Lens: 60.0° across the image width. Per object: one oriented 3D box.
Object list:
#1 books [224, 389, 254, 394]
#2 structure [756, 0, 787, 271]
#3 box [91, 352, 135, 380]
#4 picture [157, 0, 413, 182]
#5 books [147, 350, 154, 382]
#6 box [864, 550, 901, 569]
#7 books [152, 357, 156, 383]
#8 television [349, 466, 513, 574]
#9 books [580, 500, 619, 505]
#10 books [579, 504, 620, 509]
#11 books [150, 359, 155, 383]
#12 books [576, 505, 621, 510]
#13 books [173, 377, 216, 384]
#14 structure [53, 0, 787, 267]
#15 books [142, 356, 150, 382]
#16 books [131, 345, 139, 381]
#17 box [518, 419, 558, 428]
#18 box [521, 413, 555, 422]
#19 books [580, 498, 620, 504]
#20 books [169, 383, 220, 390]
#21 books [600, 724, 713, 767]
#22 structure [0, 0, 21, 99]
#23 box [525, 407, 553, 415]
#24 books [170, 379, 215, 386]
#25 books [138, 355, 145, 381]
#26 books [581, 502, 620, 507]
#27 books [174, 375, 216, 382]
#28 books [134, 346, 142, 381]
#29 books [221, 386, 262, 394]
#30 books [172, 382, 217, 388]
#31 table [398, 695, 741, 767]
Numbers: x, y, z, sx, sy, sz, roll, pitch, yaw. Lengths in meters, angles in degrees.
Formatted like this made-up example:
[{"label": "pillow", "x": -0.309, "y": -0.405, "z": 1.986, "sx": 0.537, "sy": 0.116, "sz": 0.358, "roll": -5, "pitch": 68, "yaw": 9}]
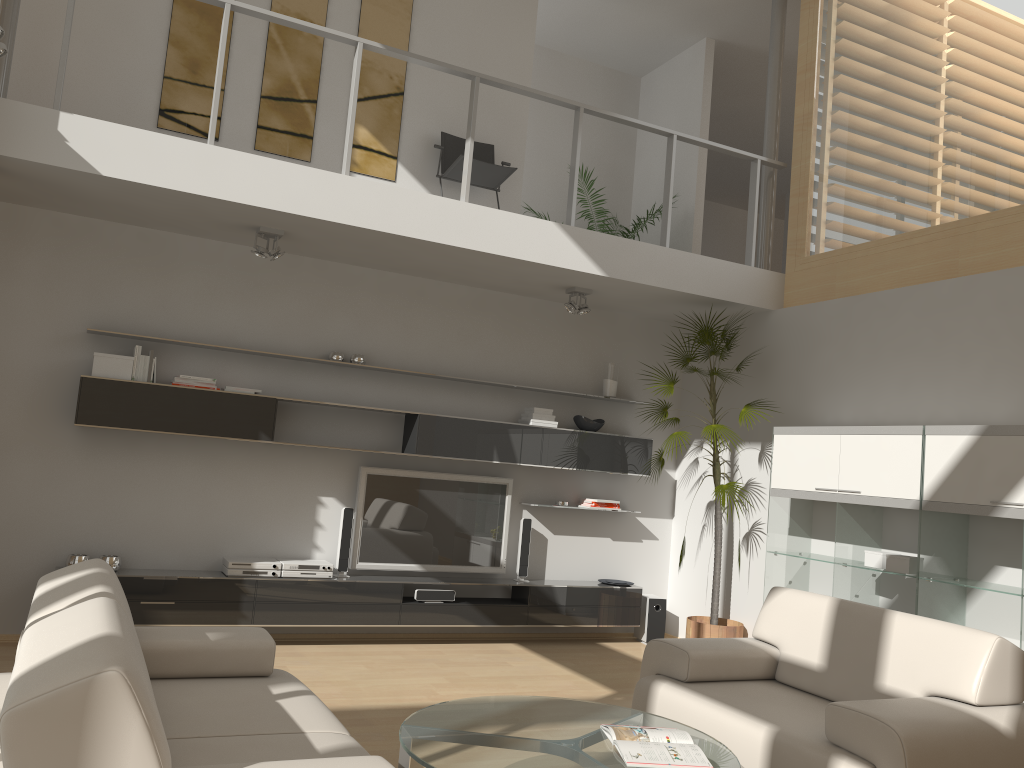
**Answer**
[{"label": "books", "x": -1.840, "y": 0.057, "z": 5.972, "sx": 0.190, "sy": 0.015, "sz": 0.254, "roll": 7, "pitch": -6, "yaw": -19}, {"label": "structure", "x": 2.119, "y": -2.033, "z": 7.235, "sx": 0.122, "sy": 2.400, "sz": 0.121, "roll": 3, "pitch": -6, "yaw": 16}, {"label": "box", "x": -2.534, "y": -0.104, "z": 5.623, "sx": 0.232, "sy": 0.149, "sz": 0.232, "roll": 8, "pitch": -6, "yaw": -25}, {"label": "picture", "x": -1.559, "y": -2.517, "z": 6.412, "sx": 1.684, "sy": 1.800, "sz": 0.010, "roll": 8, "pitch": -6, "yaw": -25}, {"label": "books", "x": -2.347, "y": -0.107, "z": 5.739, "sx": 0.021, "sy": 0.210, "sz": 0.207, "roll": 8, "pitch": -6, "yaw": -25}, {"label": "box", "x": 2.244, "y": 1.066, "z": 5.370, "sx": 0.146, "sy": 0.094, "sz": 0.146, "roll": 7, "pitch": -6, "yaw": -20}, {"label": "books", "x": -2.327, "y": -0.082, "z": 5.764, "sx": 0.023, "sy": 0.169, "sz": 0.230, "roll": 8, "pitch": -6, "yaw": -25}, {"label": "television", "x": -0.586, "y": 1.030, "z": 6.645, "sx": 1.224, "sy": 0.735, "sz": 0.096, "roll": 8, "pitch": -6, "yaw": -25}, {"label": "books", "x": 0.710, "y": 0.962, "z": 7.197, "sx": 0.254, "sy": 0.015, "sz": 0.190, "roll": 7, "pitch": -6, "yaw": -24}, {"label": "books", "x": 0.707, "y": 0.990, "z": 7.189, "sx": 0.268, "sy": 0.011, "sz": 0.190, "roll": 7, "pitch": -6, "yaw": -24}, {"label": "books", "x": -2.336, "y": -0.079, "z": 5.745, "sx": 0.009, "sy": 0.156, "sz": 0.207, "roll": 8, "pitch": -6, "yaw": -25}, {"label": "books", "x": 0.702, "y": 1.001, "z": 7.187, "sx": 0.296, "sy": 0.013, "sz": 0.210, "roll": 8, "pitch": -6, "yaw": -25}, {"label": "books", "x": -2.091, "y": -0.017, "z": 5.834, "sx": 0.254, "sy": 0.015, "sz": 0.190, "roll": 7, "pitch": -6, "yaw": -24}, {"label": "structure", "x": -0.291, "y": -1.617, "z": 5.857, "sx": 5.400, "sy": 0.900, "sz": 0.080, "roll": 8, "pitch": -6, "yaw": -25}, {"label": "books", "x": -2.375, "y": -0.089, "z": 5.738, "sx": 0.027, "sy": 0.169, "sz": 0.230, "roll": 8, "pitch": -6, "yaw": -25}, {"label": "books", "x": -2.431, "y": -0.126, "z": 5.706, "sx": 0.017, "sy": 0.227, "sz": 0.230, "roll": 8, "pitch": -6, "yaw": -25}, {"label": "box", "x": 0.203, "y": 0.312, "z": 6.964, "sx": 0.232, "sy": 0.047, "sz": 0.232, "roll": 8, "pitch": -6, "yaw": -25}, {"label": "box", "x": 0.205, "y": 0.265, "z": 6.969, "sx": 0.200, "sy": 0.047, "sz": 0.200, "roll": 8, "pitch": -6, "yaw": -25}, {"label": "books", "x": 0.714, "y": 0.945, "z": 7.185, "sx": 0.227, "sy": 0.017, "sz": 0.230, "roll": 8, "pitch": -6, "yaw": -30}, {"label": "books", "x": -2.091, "y": 0.024, "z": 5.836, "sx": 0.297, "sy": 0.013, "sz": 0.210, "roll": 8, "pitch": -6, "yaw": -25}, {"label": "books", "x": 0.506, "y": 1.279, "z": 3.167, "sx": 0.297, "sy": 0.037, "sz": 0.440, "roll": 5, "pitch": -6, "yaw": -6}, {"label": "structure", "x": -2.715, "y": -2.672, "z": 4.916, "sx": 0.121, "sy": 2.400, "sz": 0.122, "roll": 9, "pitch": -7, "yaw": -37}, {"label": "box", "x": 0.210, "y": 0.218, "z": 6.973, "sx": 0.168, "sy": 0.047, "sz": 0.168, "roll": 8, "pitch": -6, "yaw": -25}, {"label": "books", "x": -2.101, "y": -0.003, "z": 5.831, "sx": 0.254, "sy": 0.015, "sz": 0.190, "roll": 8, "pitch": -6, "yaw": -29}, {"label": "books", "x": -2.397, "y": -0.093, "z": 5.719, "sx": 0.027, "sy": 0.169, "sz": 0.230, "roll": 8, "pitch": -6, "yaw": -25}, {"label": "books", "x": 0.716, "y": 0.978, "z": 7.196, "sx": 0.254, "sy": 0.015, "sz": 0.190, "roll": 8, "pitch": -6, "yaw": -29}, {"label": "books", "x": -2.092, "y": -0.032, "z": 5.848, "sx": 0.227, "sy": 0.017, "sz": 0.230, "roll": 8, "pitch": -6, "yaw": -30}, {"label": "books", "x": -2.418, "y": -0.124, "z": 5.720, "sx": 0.017, "sy": 0.227, "sz": 0.230, "roll": 8, "pitch": -6, "yaw": -25}, {"label": "books", "x": -1.825, "y": 0.042, "z": 5.975, "sx": 0.230, "sy": 0.017, "sz": 0.227, "roll": 8, "pitch": -6, "yaw": -25}, {"label": "books", "x": -2.094, "y": 0.011, "z": 5.836, "sx": 0.268, "sy": 0.011, "sz": 0.190, "roll": 7, "pitch": -6, "yaw": -24}, {"label": "table", "x": 0.184, "y": 1.455, "z": 3.148, "sx": 1.198, "sy": 0.370, "sz": 1.198, "roll": 6, "pitch": -6, "yaw": -8}]
